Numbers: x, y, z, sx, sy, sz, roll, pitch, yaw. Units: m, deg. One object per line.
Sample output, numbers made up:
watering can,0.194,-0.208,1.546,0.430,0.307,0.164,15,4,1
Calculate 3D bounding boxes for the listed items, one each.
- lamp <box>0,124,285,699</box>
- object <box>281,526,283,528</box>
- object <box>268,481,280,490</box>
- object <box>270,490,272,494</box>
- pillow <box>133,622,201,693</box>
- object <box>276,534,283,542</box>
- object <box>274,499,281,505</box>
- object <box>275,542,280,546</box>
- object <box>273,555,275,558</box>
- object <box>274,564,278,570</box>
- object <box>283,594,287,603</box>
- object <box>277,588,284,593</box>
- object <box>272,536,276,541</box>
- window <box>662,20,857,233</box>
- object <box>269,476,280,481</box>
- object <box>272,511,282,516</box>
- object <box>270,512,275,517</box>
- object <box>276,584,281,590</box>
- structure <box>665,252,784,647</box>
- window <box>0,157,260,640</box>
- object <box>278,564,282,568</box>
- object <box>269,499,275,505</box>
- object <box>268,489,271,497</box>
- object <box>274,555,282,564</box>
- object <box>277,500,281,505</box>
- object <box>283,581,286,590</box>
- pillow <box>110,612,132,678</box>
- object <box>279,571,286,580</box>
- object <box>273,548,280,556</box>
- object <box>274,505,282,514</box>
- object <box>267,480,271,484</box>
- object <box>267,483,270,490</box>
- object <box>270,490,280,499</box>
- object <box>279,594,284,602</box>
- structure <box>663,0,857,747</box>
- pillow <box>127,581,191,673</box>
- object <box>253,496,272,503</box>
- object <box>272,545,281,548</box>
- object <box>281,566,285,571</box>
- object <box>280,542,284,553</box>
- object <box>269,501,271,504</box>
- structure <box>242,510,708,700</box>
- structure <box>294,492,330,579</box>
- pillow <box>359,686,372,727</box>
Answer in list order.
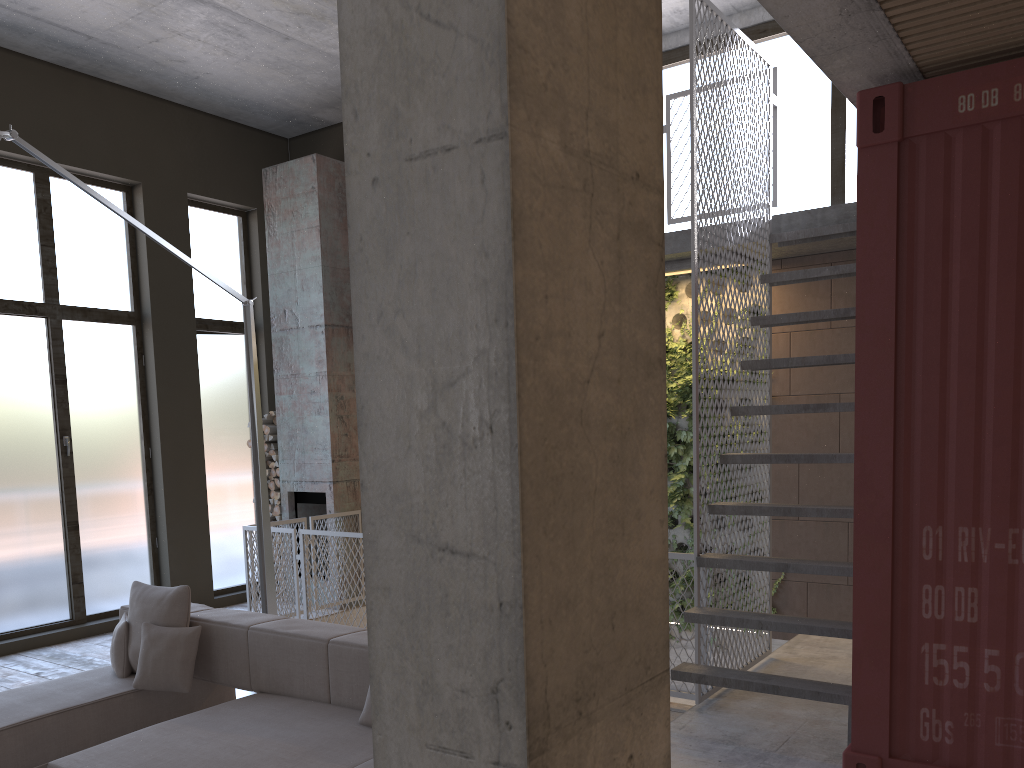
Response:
lamp,-2.082,0.435,5.174,0.756,3.459,2.604,1,3,22
object,-2.359,1.579,9.631,0.115,0.080,0.432,-2,-2,34
object,-2.511,1.095,9.567,0.098,0.108,0.292,0,-1,34
object,-2.496,1.185,9.689,0.101,0.087,0.361,-1,-1,36
pillow,-1.907,1.516,4.859,0.377,0.376,0.167,-2,4,8
object,-2.364,1.659,9.615,0.093,0.084,0.477,-1,-1,36
object,-2.412,1.272,9.603,0.067,0.068,0.420,-1,-1,36
object,-2.478,1.741,9.661,0.089,0.057,0.330,-2,-2,36
object,-2.563,1.923,9.813,0.115,0.080,0.432,-2,-2,36
object,-2.456,1.999,9.723,0.067,0.068,0.420,-1,-1,36
object,-2.329,2.329,9.692,0.091,0.093,0.435,-1,-1,34
object,-2.412,2.270,9.752,0.115,0.080,0.432,-2,-2,34
object,-2.521,1.691,9.705,0.115,0.080,0.432,-2,-2,34
window,1.704,-1.995,7.419,3.568,1.767,0.109,-2,4,35
object,-2.500,1.020,9.587,0.089,0.057,0.330,-2,-2,36
object,-2.450,1.401,9.626,0.122,0.068,0.361,-2,-2,36
object,-2.531,1.420,9.689,0.064,0.075,0.357,0,-1,33
object,-2.490,2.263,9.818,0.101,0.087,0.360,-1,-1,34
structure,1.173,0.645,7.781,2.625,3.862,0.994,0,6,35
window,-5.440,0.110,6.088,0.209,4.205,9.152,2,1,33
object,-2.390,1.992,9.676,0.067,0.068,0.420,-1,-1,36
object,-2.478,1.278,9.649,0.067,0.068,0.420,-1,-1,36
object,-2.585,1.202,9.739,0.115,0.080,0.432,-2,-2,36
object,-2.425,1.916,9.699,0.092,0.094,0.435,0,-1,36
object,-2.432,1.272,9.487,0.063,0.048,0.249,-1,-2,34
object,-2.352,2.174,9.629,0.064,0.126,0.362,1,0,36
pillow,-2.319,1.571,5.236,0.150,0.380,0.367,-4,2,-22
object,-2.414,2.069,9.574,0.101,0.103,0.291,-1,-1,34
object,-2.489,1.816,9.641,0.098,0.108,0.292,0,-1,34
object,-2.436,1.348,9.500,0.101,0.103,0.291,-1,-1,34
object,-2.534,1.063,9.647,0.064,0.075,0.357,0,-1,37
object,-2.649,1.131,9.727,0.091,0.090,0.452,-1,-1,37
object,-2.446,1.196,9.625,0.092,0.094,0.435,0,-1,36
object,-2.398,2.342,9.746,0.091,0.090,0.452,-1,-1,34
structure,1.003,0.017,6.474,3.682,4.360,3.011,0,3,35
pillow,-2.063,1.427,5.081,0.563,0.563,0.219,-1,5,37
object,-2.664,1.257,9.669,0.071,0.073,0.420,0,-1,36
object,-2.512,1.784,9.721,0.064,0.075,0.357,0,-1,37
object,-2.410,1.993,9.561,0.063,0.048,0.249,-1,-2,34
object,-2.364,1.769,9.587,0.064,0.126,0.362,1,0,36
object,-2.598,1.330,9.758,0.091,0.090,0.452,-1,-1,36
structure,-0.062,1.661,7.506,4.430,0.943,1.915,-3,-2,35
structure,-2.059,1.591,9.257,0.575,0.937,0.056,1,6,34
pillow,-0.528,1.430,4.047,0.370,0.362,0.185,-1,4,34
